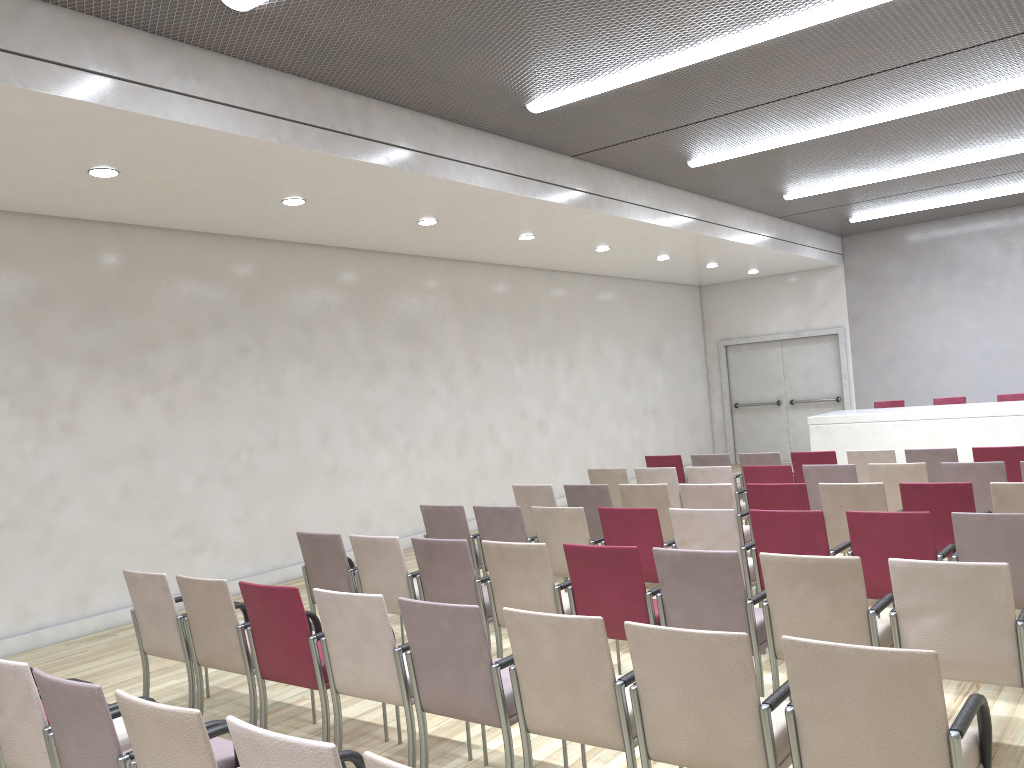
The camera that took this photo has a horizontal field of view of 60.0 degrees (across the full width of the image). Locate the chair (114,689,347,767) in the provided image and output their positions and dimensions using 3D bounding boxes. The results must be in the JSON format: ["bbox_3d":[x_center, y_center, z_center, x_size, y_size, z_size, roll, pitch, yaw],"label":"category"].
[{"bbox_3d":[-0.845,1.363,2.848,0.513,0.890,0.640,-5,-1,37],"label":"chair"}]

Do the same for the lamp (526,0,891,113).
[{"bbox_3d":[1.477,-2.335,6.170,3.304,0.045,0.198,-5,-1,37],"label":"lamp"}]

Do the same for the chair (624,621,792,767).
[{"bbox_3d":[0.773,1.233,3.153,0.513,0.890,0.640,-5,-1,37],"label":"chair"}]

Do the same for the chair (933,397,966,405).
[{"bbox_3d":[6.401,0.655,13.017,0.513,0.890,0.640,-5,-1,37],"label":"chair"}]

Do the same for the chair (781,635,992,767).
[{"bbox_3d":[1.219,1.192,2.832,0.513,0.890,0.640,-5,-1,37],"label":"chair"}]

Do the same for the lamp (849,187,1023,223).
[{"bbox_3d":[6.645,-2.683,12.960,3.304,0.045,0.198,-5,-1,37],"label":"lamp"}]

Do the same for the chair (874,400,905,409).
[{"bbox_3d":[5.721,0.718,13.538,0.513,0.890,0.640,-5,-1,37],"label":"chair"}]

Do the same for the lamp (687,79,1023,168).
[{"bbox_3d":[3.221,-2.453,8.461,3.304,0.045,0.198,-5,-1,37],"label":"lamp"}]

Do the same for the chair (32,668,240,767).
[{"bbox_3d":[-1.274,1.403,3.172,0.513,0.890,0.640,-5,-1,37],"label":"chair"}]

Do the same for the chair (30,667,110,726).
[{"bbox_3d":[-2.135,1.482,3.849,0.513,0.890,0.640,-5,-1,37],"label":"chair"}]

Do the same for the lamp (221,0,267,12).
[{"bbox_3d":[-0.230,-2.220,3.927,3.304,0.045,0.198,-5,-1,37],"label":"lamp"}]

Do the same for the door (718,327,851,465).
[{"bbox_3d":[5.073,0.275,16.451,2.373,2.400,0.200,-5,-1,37],"label":"door"}]

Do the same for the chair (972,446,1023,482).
[{"bbox_3d":[4.507,0.981,8.037,0.513,0.890,0.640,-5,-1,37],"label":"chair"}]

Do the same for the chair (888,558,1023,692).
[{"bbox_3d":[1.959,1.142,3.802,0.513,0.890,0.640,-5,-1,36],"label":"chair"}]

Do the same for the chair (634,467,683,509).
[{"bbox_3d":[1.579,1.232,8.731,0.513,0.890,0.640,-5,-1,38],"label":"chair"}]

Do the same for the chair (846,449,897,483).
[{"bbox_3d":[3.640,1.061,8.710,0.513,0.890,0.640,-5,-1,38],"label":"chair"}]

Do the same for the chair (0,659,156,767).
[{"bbox_3d":[-1.693,1.441,3.515,0.513,0.890,0.640,-5,-1,37],"label":"chair"}]

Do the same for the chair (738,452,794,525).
[{"bbox_3d":[2.763,1.142,9.389,0.513,0.890,0.640,-5,-1,38],"label":"chair"}]

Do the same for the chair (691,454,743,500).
[{"bbox_3d":[2.326,1.181,9.709,0.513,0.890,0.640,-5,-1,37],"label":"chair"}]

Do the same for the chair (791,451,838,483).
[{"bbox_3d":[3.198,1.101,9.045,0.513,0.890,0.640,-5,-1,37],"label":"chair"}]

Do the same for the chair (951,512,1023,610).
[{"bbox_3d":[2.707,1.092,4.778,0.513,0.890,0.640,-5,-1,37],"label":"chair"}]

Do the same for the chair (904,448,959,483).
[{"bbox_3d":[4.059,1.022,8.378,0.513,0.890,0.640,-5,-1,38],"label":"chair"}]

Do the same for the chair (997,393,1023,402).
[{"bbox_3d":[7.080,0.593,12.497,0.513,0.890,0.640,-5,-1,37],"label":"chair"}]

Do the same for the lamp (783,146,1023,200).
[{"bbox_3d":[4.919,-2.567,10.692,3.304,0.045,0.198,-5,-1,37],"label":"lamp"}]

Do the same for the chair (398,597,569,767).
[{"bbox_3d":[-0.091,1.312,3.821,0.513,0.890,0.640,-5,-1,38],"label":"chair"}]

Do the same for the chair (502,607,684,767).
[{"bbox_3d":[0.352,1.272,3.496,0.513,0.890,0.640,-5,-1,37],"label":"chair"}]

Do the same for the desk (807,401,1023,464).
[{"bbox_3d":[6.060,0.821,11.895,3.652,1.042,1.456,-5,-1,37],"label":"desk"}]

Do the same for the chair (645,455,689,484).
[{"bbox_3d":[1.881,1.222,10.049,0.513,0.890,0.640,-5,-1,37],"label":"chair"}]

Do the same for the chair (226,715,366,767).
[{"bbox_3d":[-0.390,1.322,2.511,0.513,0.890,0.640,-5,-1,38],"label":"chair"}]

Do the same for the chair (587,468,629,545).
[{"bbox_3d":[1.150,1.271,9.073,0.513,0.890,0.640,-5,-1,37],"label":"chair"}]

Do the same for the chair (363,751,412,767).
[{"bbox_3d":[0.038,1.282,2.184,0.513,0.890,0.640,-5,-1,38],"label":"chair"}]
